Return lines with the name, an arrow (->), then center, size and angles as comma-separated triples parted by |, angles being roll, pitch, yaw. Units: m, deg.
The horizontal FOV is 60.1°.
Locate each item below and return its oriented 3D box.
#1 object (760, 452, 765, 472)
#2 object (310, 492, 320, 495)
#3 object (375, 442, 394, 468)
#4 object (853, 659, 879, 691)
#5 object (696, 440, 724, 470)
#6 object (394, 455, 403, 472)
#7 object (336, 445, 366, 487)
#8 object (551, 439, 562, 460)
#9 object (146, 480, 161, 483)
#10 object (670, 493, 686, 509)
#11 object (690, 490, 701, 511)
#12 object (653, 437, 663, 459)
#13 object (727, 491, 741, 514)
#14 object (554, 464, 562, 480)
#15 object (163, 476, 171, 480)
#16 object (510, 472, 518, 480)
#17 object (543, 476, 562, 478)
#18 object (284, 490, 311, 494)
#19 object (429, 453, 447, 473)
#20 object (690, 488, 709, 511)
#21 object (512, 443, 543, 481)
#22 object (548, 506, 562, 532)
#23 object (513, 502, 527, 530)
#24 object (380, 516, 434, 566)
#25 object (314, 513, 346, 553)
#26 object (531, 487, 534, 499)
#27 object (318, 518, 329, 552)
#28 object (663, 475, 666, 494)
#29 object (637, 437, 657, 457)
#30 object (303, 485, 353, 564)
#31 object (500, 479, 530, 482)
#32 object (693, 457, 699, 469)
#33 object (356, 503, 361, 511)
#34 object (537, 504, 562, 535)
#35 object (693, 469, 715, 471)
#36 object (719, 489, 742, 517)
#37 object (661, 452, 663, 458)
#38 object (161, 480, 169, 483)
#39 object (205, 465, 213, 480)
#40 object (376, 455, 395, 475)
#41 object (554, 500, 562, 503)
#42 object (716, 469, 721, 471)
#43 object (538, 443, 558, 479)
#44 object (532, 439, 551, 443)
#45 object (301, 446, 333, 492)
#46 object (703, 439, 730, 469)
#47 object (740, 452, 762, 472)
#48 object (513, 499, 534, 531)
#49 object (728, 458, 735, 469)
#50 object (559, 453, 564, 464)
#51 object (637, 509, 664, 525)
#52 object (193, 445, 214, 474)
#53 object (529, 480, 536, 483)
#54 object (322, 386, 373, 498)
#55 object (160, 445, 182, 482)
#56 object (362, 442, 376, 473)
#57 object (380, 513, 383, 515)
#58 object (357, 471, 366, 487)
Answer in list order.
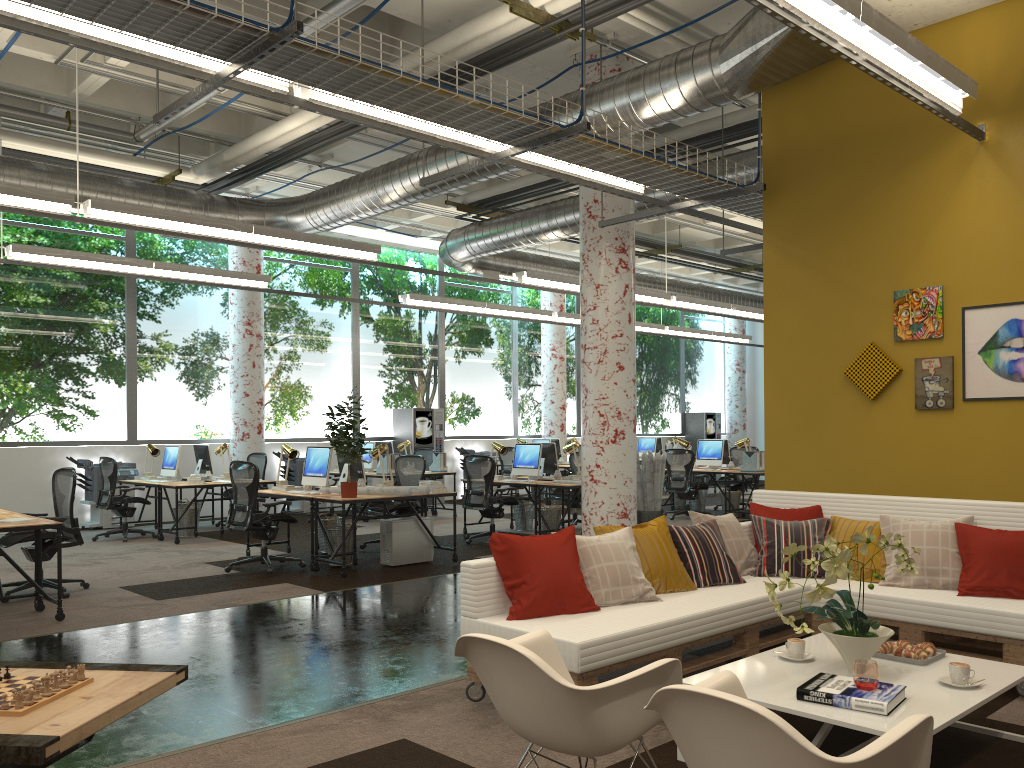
object -> 3.711, 1.181, 13.448 | 0.150, 0.302, 0.281 | 0, -1, -43
object -> -1.977, 1.098, 8.903 | 0.106, 0.029, 0.059 | 2, -4, -42
object -> -2.131, 1.201, 14.722 | 0.189, 0.485, 0.484 | 0, -1, -43
object -> 1.362, 1.120, 3.406 | 0.094, 0.106, 0.094 | -1, -1, 7
object -> 3.175, 1.130, 14.140 | 0.189, 0.485, 0.484 | 0, -1, -43
object -> -1.800, 1.224, 13.477 | 0.150, 0.302, 0.281 | 0, -1, -43
object -> -1.815, 0.920, 9.833 | 0.189, 0.485, 0.484 | 0, -1, -43
object -> 0.767, 1.323, 17.458 | 0.189, 0.485, 0.484 | 0, -1, -43
object -> -4.786, 1.305, 11.891 | 0.118, 0.017, 0.439 | 2, -4, -43
object -> 2.913, 1.980, 15.433 | 0.353, 0.398, 0.353 | 0, -1, 2
object -> 3.070, 1.932, 14.854 | 0.119, 0.403, 0.235 | 0, -1, -43
object -> 3.130, 1.422, 19.688 | 0.189, 0.485, 0.484 | 0, -1, -43
object -> 3.496, 1.883, 13.980 | 0.119, 0.403, 0.235 | 0, -1, -43
object -> 0.607, 1.162, 11.746 | 0.101, 0.209, 0.101 | 0, -1, 2
object -> -4.795, 1.232, 12.312 | 0.101, 0.209, 0.101 | 0, -1, 2
object -> 0.026, 1.167, 11.767 | 0.101, 0.209, 0.101 | 0, -1, 2
object -> 0.599, 1.279, 12.167 | 0.118, 0.017, 0.439 | 2, -4, -43
object -> -2.197, 1.119, 9.147 | 0.118, 0.017, 0.439 | 2, -4, -43
object -> -1.172, 1.251, 14.070 | 0.150, 0.302, 0.281 | 0, -1, -43
object -> 3.131, 1.921, 14.904 | 0.359, 0.435, 0.353 | -2, -2, 43
object -> 0.213, 1.013, 11.480 | 0.189, 0.485, 0.484 | 0, -1, -43
object -> 0.534, 1.765, 11.320 | 0.119, 0.403, 0.235 | 0, -1, -43
object -> 0.108, 1.814, 12.194 | 0.119, 0.403, 0.235 | 0, -1, -43
object -> -1.084, 1.624, 9.204 | 0.541, 0.455, 0.221 | 1, -2, -43
object -> -2.064, 1.683, 10.044 | 0.359, 0.435, 0.353 | -2, -2, 43
object -> 0.458, 2.097, 17.619 | 0.119, 0.403, 0.235 | 0, -1, -43
object -> -2.124, 1.694, 9.994 | 0.119, 0.403, 0.235 | 0, -1, -43
object -> 3.246, 2.147, 18.975 | 0.119, 0.403, 0.235 | 0, -1, -43
object -> 2.925, 1.395, 19.135 | 0.189, 0.485, 0.484 | 0, -1, -43
object -> -1.927, 1.393, 9.320 | 0.849, 0.933, 0.104 | -2, -1, 42
object -> 0.035, 1.240, 11.346 | 0.118, 0.017, 0.439 | 2, -4, -43
object -> 2.988, 1.285, 14.427 | 0.101, 0.209, 0.101 | 0, -1, 2
object -> -2.597, 2.023, 15.462 | 0.353, 0.398, 0.353 | 0, -1, -24
object -> 0.473, 1.750, 11.270 | 0.359, 0.435, 0.353 | -2, -2, 43
object -> 2.997, 1.357, 14.006 | 0.118, 0.017, 0.439 | 2, -4, -43
object -> 3.435, 1.867, 13.930 | 0.359, 0.435, 0.353 | -2, -2, 43
object -> 3.319, 1.544, 19.401 | 0.101, 0.209, 0.101 | 0, -1, 2
object -> -4.566, 1.284, 11.647 | 0.106, 0.029, 0.059 | 2, -4, -42
object -> -4.214, 1.227, 12.291 | 0.101, 0.209, 0.101 | 0, -1, 2
object -> -1.907, 1.220, 13.376 | 0.150, 0.302, 0.281 | 0, -1, -43
object -> 0.884, 2.048, 16.746 | 0.119, 0.403, 0.235 | 0, -1, -43
object -> 3.217, 1.336, 13.763 | 0.106, 0.029, 0.059 | 2, -4, -42
object -> 0.418, 1.040, 12.033 | 0.189, 0.485, 0.484 | 0, -1, -43
object -> 0.563, 1.295, 16.905 | 0.189, 0.485, 0.484 | 0, -1, -43
object -> -2.020, 0.892, 9.280 | 0.189, 0.485, 0.484 | 0, -1, -43
object -> 3.379, 1.158, 14.693 | 0.189, 0.485, 0.484 | 0, -1, -43
object -> 3.603, 1.177, 13.346 | 0.150, 0.302, 0.281 | 0, -1, -43
object -> 0.169, 1.803, 12.244 | 0.359, 0.435, 0.353 | -2, -2, 43
object -> 3.569, 1.279, 14.406 | 0.101, 0.209, 0.101 | 0, -1, 2
object -> 0.957, 1.444, 17.171 | 0.101, 0.209, 0.101 | 0, -1, 2
object -> 1.696, 1.752, 10.937 | 0.353, 0.398, 0.353 | 0, -1, 2
object -> -4.403, 1.105, 12.578 | 0.189, 0.485, 0.484 | 0, -1, -43
object -> 0.255, 1.219, 11.102 | 0.106, 0.029, 0.059 | 2, -4, -42
object -> -1.591, 0.552, 8.496 | 0.514, 1.077, 0.439 | -1, -1, 37
object -> -4.608, 1.078, 12.024 | 0.189, 0.485, 0.484 | 0, -1, -43
object -> -2.535, 1.548, 14.386 | 0.191, 1.209, 1.078 | 0, -1, -43
object -> -2.015, 1.926, 14.010 | 0.119, 0.403, 0.235 | 0, -1, -43
object -> -1.626, 1.041, 9.546 | 0.101, 0.209, 0.101 | 0, -1, 2
